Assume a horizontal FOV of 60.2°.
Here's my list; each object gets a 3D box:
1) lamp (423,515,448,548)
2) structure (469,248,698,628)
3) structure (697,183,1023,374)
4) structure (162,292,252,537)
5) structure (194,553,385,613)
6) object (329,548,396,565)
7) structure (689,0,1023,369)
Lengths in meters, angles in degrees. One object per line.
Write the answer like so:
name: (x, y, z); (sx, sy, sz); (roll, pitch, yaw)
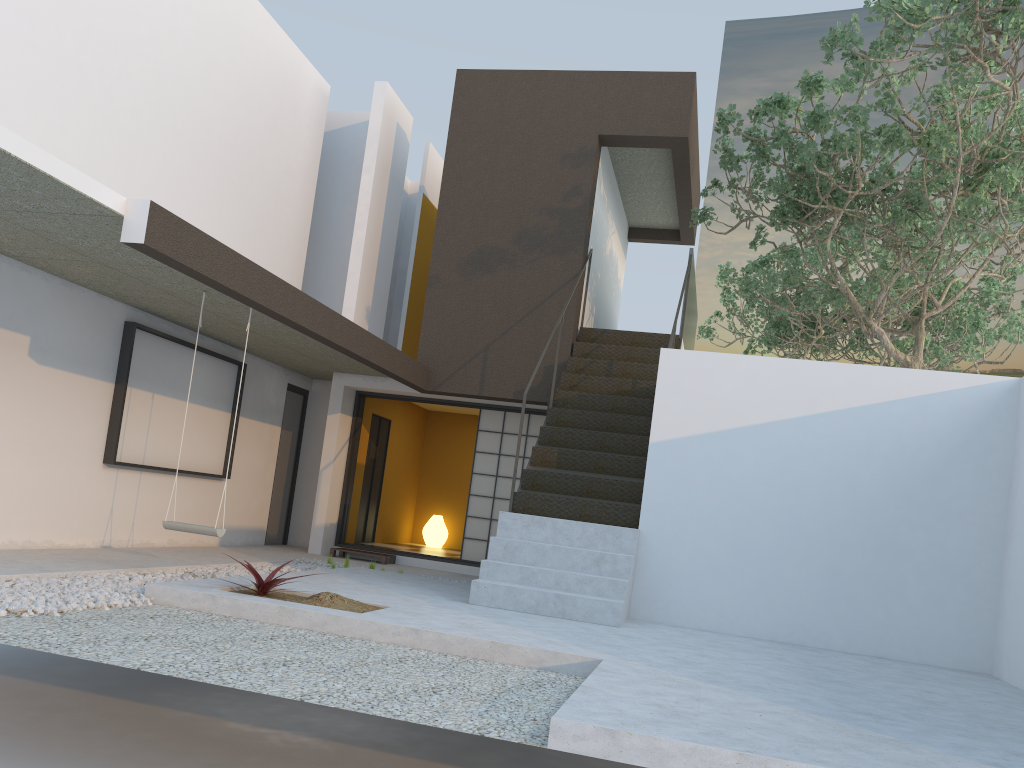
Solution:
lamp: (-1.149, 2.219, 13.256); (0.386, 0.497, 0.398); (7, -5, 3)
structure: (1.205, 0.342, 9.874); (1.155, 3.922, 6.615); (7, -7, 14)
structure: (6.141, -0.510, 15.115); (5.517, 4.676, 7.346); (8, -7, -6)
structure: (-2.295, 0.211, 6.736); (0.461, 1.857, 0.130); (7, -3, 13)
structure: (-1.419, 1.333, 5.798); (1.200, 0.290, 0.754); (6, -8, 13)
object: (-1.776, 2.050, 10.528); (0.701, 0.100, 0.353); (6, -8, 13)
structure: (4.108, -1.566, 8.838); (4.341, 3.680, 5.780); (8, -7, -6)
